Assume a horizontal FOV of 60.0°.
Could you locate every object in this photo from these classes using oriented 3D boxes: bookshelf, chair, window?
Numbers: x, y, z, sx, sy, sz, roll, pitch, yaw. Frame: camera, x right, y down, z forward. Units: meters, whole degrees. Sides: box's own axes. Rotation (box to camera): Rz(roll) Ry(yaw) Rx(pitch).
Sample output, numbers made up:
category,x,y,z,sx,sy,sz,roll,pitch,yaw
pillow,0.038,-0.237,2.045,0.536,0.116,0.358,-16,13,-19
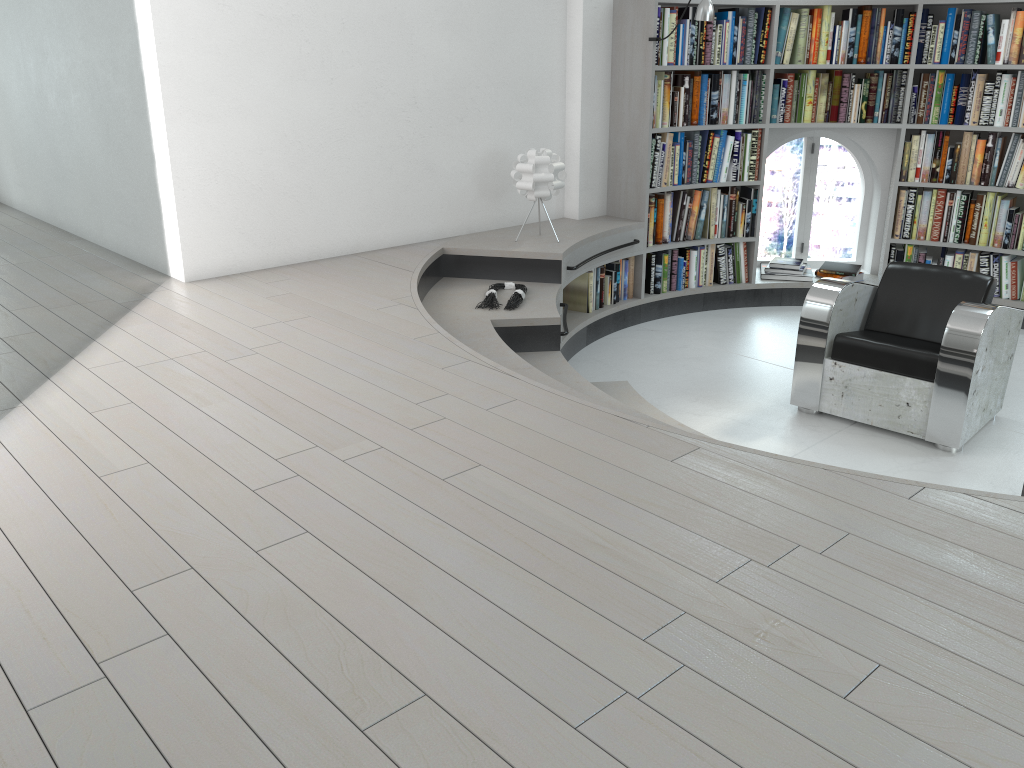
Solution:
category,x,y,z,sx,sy,sz,roll,pitch,yaw
bookshelf,2.869,-1.228,5.038,2.117,1.863,4.355,-17,26,-39
chair,1.975,-0.193,4.430,0.826,0.713,0.745,17,26,40
window,3.156,-1.172,6.078,3.240,1.140,0.621,13,23,32

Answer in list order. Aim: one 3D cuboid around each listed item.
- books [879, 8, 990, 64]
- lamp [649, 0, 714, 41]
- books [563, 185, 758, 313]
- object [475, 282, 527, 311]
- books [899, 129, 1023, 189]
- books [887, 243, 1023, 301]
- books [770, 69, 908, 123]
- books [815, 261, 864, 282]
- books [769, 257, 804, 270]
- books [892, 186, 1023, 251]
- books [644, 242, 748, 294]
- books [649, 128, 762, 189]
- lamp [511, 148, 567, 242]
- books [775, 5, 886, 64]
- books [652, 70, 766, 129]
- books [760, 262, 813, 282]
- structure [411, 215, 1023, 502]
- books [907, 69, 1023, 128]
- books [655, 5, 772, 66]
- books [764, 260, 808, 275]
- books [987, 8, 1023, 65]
category,x,y,z,sx,sy,sz,roll,pitch,yaw
books,2.763,-2.285,5.838,0.683,0.343,0.267,9,22,23
lamp,1.022,-2.213,5.289,0.416,0.309,0.117,19,27,42
books,0.999,-0.970,6.041,1.645,0.689,0.393,-13,23,-30
object,-0.038,-0.461,4.642,0.218,0.081,0.477,4,21,10
books,3.112,-1.498,5.874,1.000,0.348,0.299,12,23,29
books,3.110,-0.795,6.118,1.021,0.303,0.289,13,23,31
books,2.864,-1.842,5.740,2.534,0.367,0.595,11,23,27
books,2.387,-0.811,6.452,0.293,0.099,0.320,-17,26,-38
books,2.033,-0.894,6.564,0.214,0.036,0.228,9,22,23
books,3.126,-1.133,5.994,1.034,0.354,0.294,13,23,31
books,1.270,-0.856,6.276,0.919,0.317,0.285,-9,22,-22
books,1.229,-1.533,5.979,1.021,0.356,0.262,-10,22,-24
lamp,0.155,-1.102,5.169,0.306,0.520,0.307,14,24,34
books,2.093,-2.338,5.952,0.792,0.369,0.271,0,20,1
books,1.232,-1.903,5.903,1.090,0.344,0.305,-10,22,-25
books,2.033,-0.833,6.585,0.366,0.042,0.391,5,21,13
structure,1.850,-0.180,4.413,4.709,0.687,4.754,1,21,3
books,3.135,-1.865,5.783,1.031,0.356,0.302,13,24,31
books,1.221,-2.259,5.758,1.034,0.358,0.303,-10,22,-24
books,2.033,-0.864,6.574,0.269,0.031,0.288,9,22,23
books,3.574,-2.047,5.167,0.395,0.363,1.575,-14,25,-34
